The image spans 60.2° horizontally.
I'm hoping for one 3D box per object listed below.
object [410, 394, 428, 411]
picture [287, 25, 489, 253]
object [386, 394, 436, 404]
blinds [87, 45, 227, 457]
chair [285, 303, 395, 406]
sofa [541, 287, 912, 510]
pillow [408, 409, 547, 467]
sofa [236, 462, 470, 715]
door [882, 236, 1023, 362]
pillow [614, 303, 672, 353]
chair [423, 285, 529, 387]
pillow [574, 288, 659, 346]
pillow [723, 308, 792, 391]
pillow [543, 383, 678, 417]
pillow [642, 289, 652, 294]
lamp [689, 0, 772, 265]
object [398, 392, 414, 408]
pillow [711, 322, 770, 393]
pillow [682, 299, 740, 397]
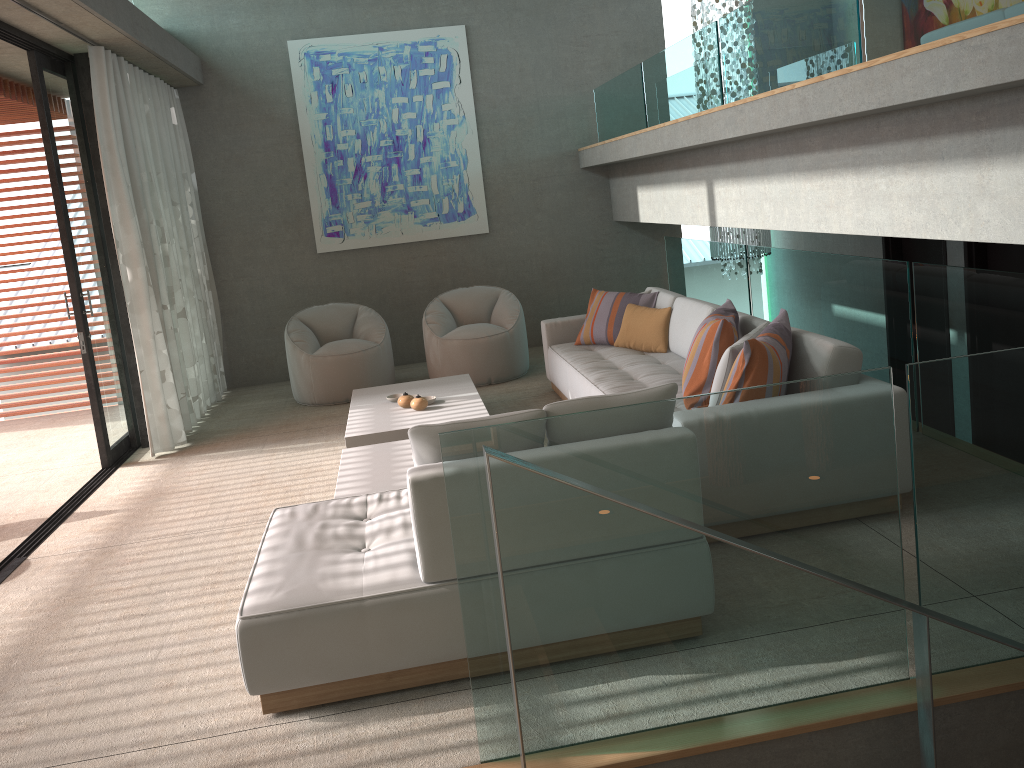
[{"bbox_3d":[-0.619,0.121,5.883,0.119,0.105,0.121,-1,11,27],"label":"object"},{"bbox_3d":[-1.196,-2.413,8.721,1.722,2.027,0.030,-8,8,-7],"label":"picture"},{"bbox_3d":[-0.701,0.109,6.137,0.437,0.039,0.157,3,15,38],"label":"object"},{"bbox_3d":[-2.869,-1.137,7.398,0.223,2.890,2.452,-8,10,-7],"label":"blinds"},{"bbox_3d":[-1.535,-0.297,7.873,0.922,0.779,0.932,-7,10,-3],"label":"chair"},{"bbox_3d":[0.992,-0.070,5.487,1.050,0.744,3.502,-8,12,-7],"label":"sofa"},{"bbox_3d":[-0.110,0.335,3.121,0.493,0.478,0.269,-8,9,-7],"label":"pillow"},{"bbox_3d":[-0.178,0.529,3.385,1.598,0.725,1.025,-8,11,-7],"label":"sofa"},{"bbox_3d":[-1.359,0.898,0.628,15.456,4.425,5.799,-15,13,-34],"label":"door"},{"bbox_3d":[0.963,-0.400,6.327,0.464,0.321,0.228,4,14,45],"label":"pillow"},{"bbox_3d":[-0.331,-0.448,7.934,0.920,0.779,0.934,-3,11,17],"label":"chair"},{"bbox_3d":[0.788,-0.496,6.646,0.655,0.437,0.344,1,12,36],"label":"pillow"},{"bbox_3d":[1.181,-0.052,4.183,0.279,0.498,0.706,0,12,35],"label":"pillow"},{"bbox_3d":[0.363,0.257,3.178,0.492,0.492,0.241,-8,9,-7],"label":"pillow"},{"bbox_3d":[0.822,-0.500,6.844,0.617,0.415,0.315,-1,11,29],"label":"pillow"},{"bbox_3d":[2.143,-3.014,8.775,1.006,3.896,1.005,-11,9,-27],"label":"lamp"},{"bbox_3d":[-0.719,0.106,6.001,0.119,0.105,0.121,-7,10,-3],"label":"object"},{"bbox_3d":[1.156,-0.074,4.482,0.239,0.400,0.602,0,12,35],"label":"pillow"},{"bbox_3d":[1.080,-0.160,4.792,0.310,0.488,0.748,-4,11,16],"label":"pillow"}]
